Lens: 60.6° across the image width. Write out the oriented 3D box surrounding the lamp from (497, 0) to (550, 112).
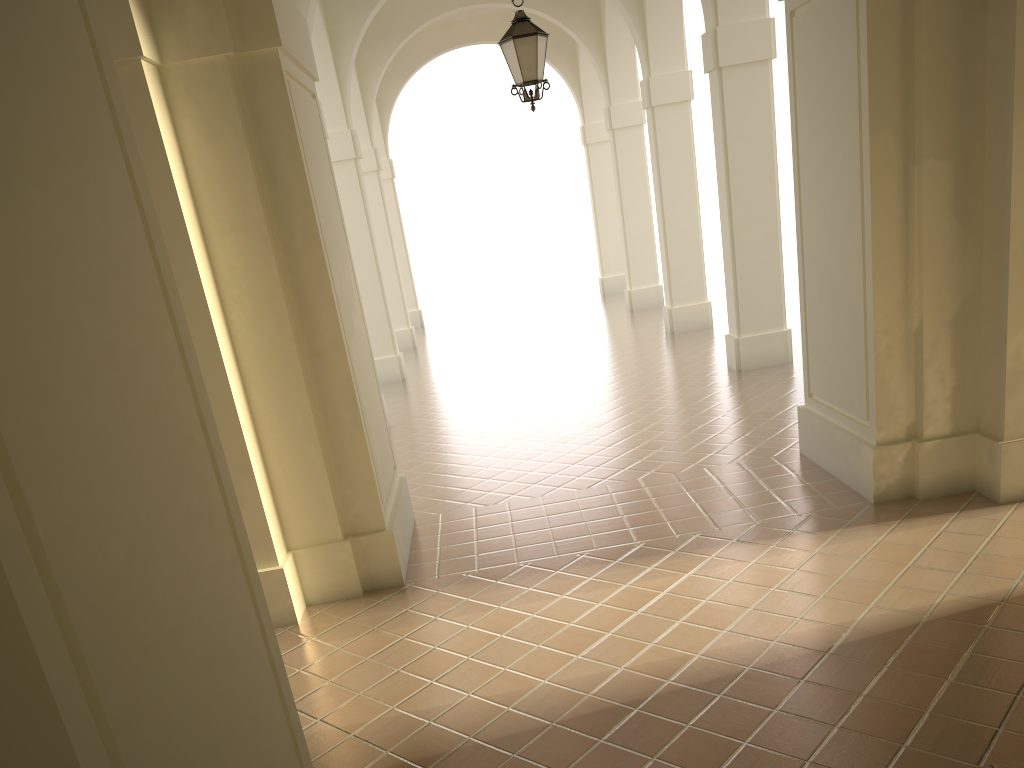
[{"bbox_3d":[-0.050,-4.315,8.125,0.510,3.471,0.421,-9,19,-1],"label":"lamp"}]
